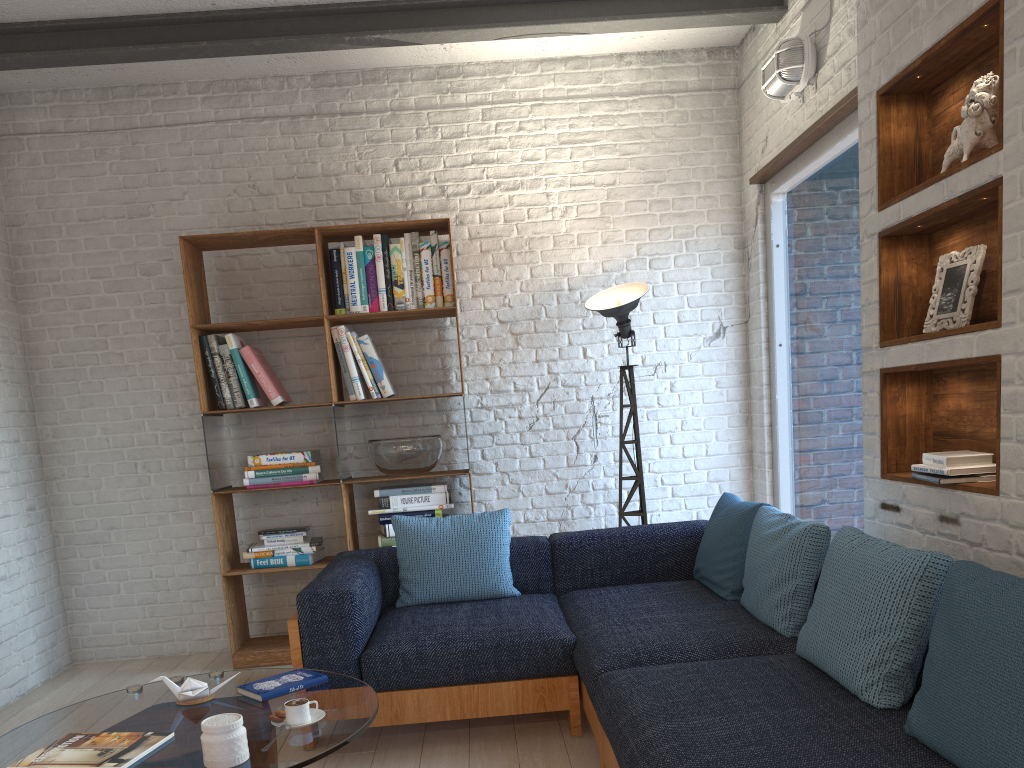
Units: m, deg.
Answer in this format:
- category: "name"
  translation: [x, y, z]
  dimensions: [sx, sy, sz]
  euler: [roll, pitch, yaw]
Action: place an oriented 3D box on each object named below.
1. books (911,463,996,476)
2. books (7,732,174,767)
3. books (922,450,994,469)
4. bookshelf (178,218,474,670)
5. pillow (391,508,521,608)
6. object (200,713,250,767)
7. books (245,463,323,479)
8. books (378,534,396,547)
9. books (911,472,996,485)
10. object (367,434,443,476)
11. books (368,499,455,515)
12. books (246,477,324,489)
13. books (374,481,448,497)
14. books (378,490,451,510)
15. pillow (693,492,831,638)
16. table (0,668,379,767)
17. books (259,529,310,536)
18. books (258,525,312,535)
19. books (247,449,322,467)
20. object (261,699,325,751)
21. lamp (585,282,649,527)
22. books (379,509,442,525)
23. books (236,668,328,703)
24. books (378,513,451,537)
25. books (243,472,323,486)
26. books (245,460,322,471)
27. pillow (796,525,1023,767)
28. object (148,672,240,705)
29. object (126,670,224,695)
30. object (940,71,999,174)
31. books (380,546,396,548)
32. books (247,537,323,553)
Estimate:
- category: "books"
  translation: [1.342, 0.253, 2.626]
  dimensions: [0.171, 0.019, 0.234]
  euler: [-4, -2, 0]
- category: "books"
  translation: [-1.098, 0.962, 2.279]
  dimensions: [0.319, 0.011, 0.249]
  euler: [-5, -2, 11]
- category: "books"
  translation: [1.341, 0.227, 2.629]
  dimensions: [0.133, 0.034, 0.203]
  euler: [-5, -2, 8]
- category: "bookshelf"
  translation: [-0.888, 0.345, 4.593]
  dimensions: [1.317, 2.238, 0.357]
  euler: [-4, 8, -2]
- category: "pillow"
  translation: [-0.253, 0.763, 3.846]
  dimensions: [0.555, 0.416, 0.219]
  euler: [-4, 6, -3]
- category: "object"
  translation: [-0.710, 0.879, 2.152]
  dimensions: [0.108, 0.110, 0.106]
  euler: [-4, 3, 14]
- category: "books"
  translation: [-1.196, 0.458, 4.597]
  dimensions: [0.379, 0.037, 0.242]
  euler: [-4, -2, -8]
- category: "books"
  translation: [-0.520, 0.817, 4.698]
  dimensions: [0.362, 0.056, 0.279]
  euler: [-4, -2, 0]
- category: "books"
  translation: [1.336, 0.280, 2.642]
  dimensions: [0.162, 0.017, 0.249]
  euler: [-5, -2, 8]
- category: "object"
  translation: [-0.563, 0.384, 4.646]
  dimensions: [0.404, 0.204, 0.395]
  euler: [-4, 0, 39]
- category: "books"
  translation: [-0.530, 0.657, 4.659]
  dimensions: [0.444, 0.021, 0.269]
  euler: [-4, -2, -2]
- category: "books"
  translation: [-1.194, 0.524, 4.620]
  dimensions: [0.355, 0.021, 0.269]
  euler: [-4, -2, -2]
- category: "books"
  translation: [-0.534, 0.563, 4.659]
  dimensions: [0.379, 0.037, 0.242]
  euler: [-4, -2, -2]
- category: "books"
  translation: [-0.526, 0.614, 4.671]
  dimensions: [0.379, 0.065, 0.242]
  euler: [-4, -1, -8]
- category: "pillow"
  translation: [0.932, 0.665, 3.382]
  dimensions: [0.243, 0.403, 1.095]
  euler: [-5, -1, -4]
- category: "table"
  translation: [-0.924, 1.140, 2.118]
  dimensions: [1.077, 0.452, 1.809]
  euler: [-4, -1, 3]
- category: "books"
  translation: [-1.214, 0.793, 4.676]
  dimensions: [0.242, 0.008, 0.154]
  euler: [-4, -2, -2]
- category: "books"
  translation: [-1.212, 0.779, 4.661]
  dimensions: [0.252, 0.017, 0.160]
  euler: [-4, -2, -2]
- category: "books"
  translation: [-1.196, 0.391, 4.605]
  dimensions: [0.326, 0.056, 0.252]
  euler: [-4, -2, 0]
- category: "object"
  translation: [-0.584, 0.903, 2.344]
  dimensions: [0.154, 0.058, 0.268]
  euler: [-4, -2, -10]
- category: "lamp"
  translation: [0.768, 0.391, 4.331]
  dimensions: [0.500, 1.875, 0.861]
  euler: [-9, 8, -30]
- category: "books"
  translation: [-0.543, 0.696, 4.652]
  dimensions: [0.326, 0.056, 0.252]
  euler: [-4, -2, -7]
- category: "books"
  translation: [-0.720, 0.943, 2.737]
  dimensions: [0.229, 0.023, 0.163]
  euler: [-2, -3, -44]
- category: "books"
  translation: [-0.512, 0.756, 4.673]
  dimensions: [0.378, 0.065, 0.243]
  euler: [-4, -1, -15]
- category: "books"
  translation: [-1.205, 0.496, 4.609]
  dimensions: [0.379, 0.037, 0.242]
  euler: [-4, -2, -7]
- category: "books"
  translation: [-1.202, 0.430, 4.613]
  dimensions: [0.355, 0.021, 0.269]
  euler: [-4, -2, -4]
- category: "pillow"
  translation: [0.976, 0.591, 2.042]
  dimensions: [0.254, 0.421, 1.199]
  euler: [-5, -1, -3]
- category: "object"
  translation: [-0.974, 0.926, 2.687]
  dimensions: [0.187, 0.092, 0.191]
  euler: [-4, 0, 23]
- category: "object"
  translation: [-1.102, 0.975, 2.860]
  dimensions: [0.300, 0.027, 0.068]
  euler: [-3, -1, -24]
- category: "object"
  translation: [1.299, -0.725, 2.464]
  dimensions: [0.112, 0.246, 0.212]
  euler: [-4, 4, 5]
- category: "books"
  translation: [-0.513, 0.877, 4.688]
  dimensions: [0.379, 0.065, 0.242]
  euler: [-4, -1, -8]
- category: "books"
  translation: [-1.207, 0.858, 4.663]
  dimensions: [0.379, 0.018, 0.242]
  euler: [-4, -2, -9]
